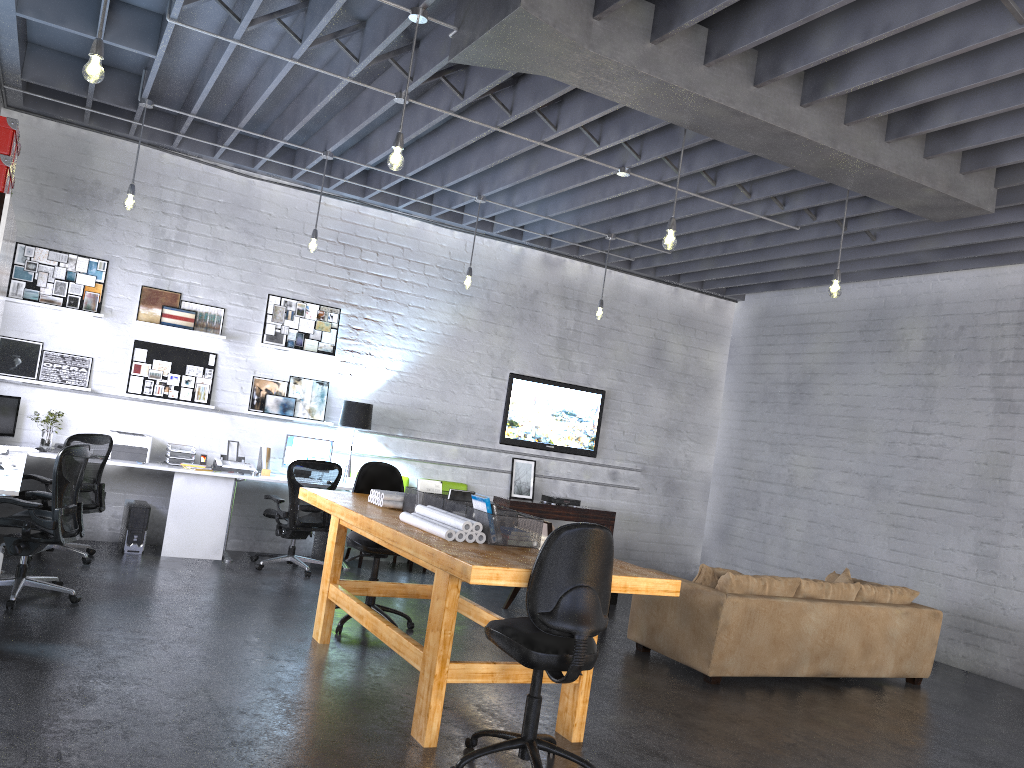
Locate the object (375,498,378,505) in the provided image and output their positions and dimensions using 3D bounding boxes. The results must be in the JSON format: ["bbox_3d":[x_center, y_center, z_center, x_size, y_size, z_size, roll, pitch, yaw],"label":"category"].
[{"bbox_3d":[-0.630,0.782,5.728,0.520,0.047,0.047,10,-4,-28],"label":"object"}]

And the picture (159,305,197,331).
[{"bbox_3d":[-3.140,-0.617,8.340,0.311,0.196,0.029,10,-3,-28],"label":"picture"}]

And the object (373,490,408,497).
[{"bbox_3d":[-0.656,0.742,5.792,0.520,0.047,0.046,10,-4,-28],"label":"object"}]

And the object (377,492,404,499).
[{"bbox_3d":[-0.613,0.743,5.710,0.520,0.047,0.046,10,-4,-28],"label":"object"}]

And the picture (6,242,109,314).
[{"bbox_3d":[-4.025,-0.933,7.876,0.750,0.503,0.058,10,-3,-28],"label":"picture"}]

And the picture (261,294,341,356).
[{"bbox_3d":[-2.106,-0.583,8.897,0.750,0.503,0.058,10,-3,-28],"label":"picture"}]

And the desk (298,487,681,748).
[{"bbox_3d":[-0.406,1.283,5.185,1.116,0.925,2.831,10,-4,-28],"label":"desk"}]

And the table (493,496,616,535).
[{"bbox_3d":[0.441,1.776,10.117,1.412,0.819,0.403,10,-3,-28],"label":"table"}]

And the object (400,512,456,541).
[{"bbox_3d":[-0.454,0.745,4.672,0.057,0.058,0.635,10,-4,-28],"label":"object"}]

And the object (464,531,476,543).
[{"bbox_3d":[-0.354,0.763,4.724,0.057,0.058,0.635,10,-4,-28],"label":"object"}]

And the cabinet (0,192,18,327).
[{"bbox_3d":[-2.202,0.331,3.317,0.292,2.045,0.873,10,-3,-28],"label":"cabinet"}]

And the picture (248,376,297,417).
[{"bbox_3d":[-2.360,0.128,8.782,0.452,0.345,0.054,10,-3,-28],"label":"picture"}]

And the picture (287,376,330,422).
[{"bbox_3d":[-2.066,0.150,8.947,0.410,0.408,0.047,10,-3,-28],"label":"picture"}]

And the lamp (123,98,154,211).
[{"bbox_3d":[-2.930,-1.788,6.937,0.104,0.877,0.104,10,-3,-28],"label":"lamp"}]

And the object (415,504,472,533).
[{"bbox_3d":[-0.371,0.711,4.714,0.057,0.057,0.635,10,-4,-28],"label":"object"}]

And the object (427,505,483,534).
[{"bbox_3d":[-0.321,0.720,4.740,0.057,0.057,0.635,10,-4,-28],"label":"object"}]

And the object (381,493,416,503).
[{"bbox_3d":[-0.587,0.744,5.661,0.520,0.047,0.046,10,-4,-30],"label":"object"}]

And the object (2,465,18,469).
[{"bbox_3d":[-3.366,0.556,5.906,0.119,0.016,0.119,9,-4,-10],"label":"object"}]

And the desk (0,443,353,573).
[{"bbox_3d":[-2.560,1.143,6.882,3.579,0.785,3.297,10,-4,-28],"label":"desk"}]

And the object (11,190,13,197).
[{"bbox_3d":[-2.183,-0.799,3.707,0.169,0.239,0.171,10,-3,-28],"label":"object"}]

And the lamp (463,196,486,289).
[{"bbox_3d":[-0.357,-1.320,8.305,0.104,0.877,0.104,10,-3,-28],"label":"lamp"}]

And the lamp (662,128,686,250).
[{"bbox_3d":[1.053,-1.281,5.626,0.104,0.877,0.104,10,-3,-28],"label":"lamp"}]

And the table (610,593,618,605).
[{"bbox_3d":[0.495,1.978,9.026,0.874,0.300,0.873,10,-4,-24],"label":"table"}]

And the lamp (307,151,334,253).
[{"bbox_3d":[-1.652,-1.555,7.617,0.104,0.877,0.104,10,-3,-28],"label":"lamp"}]

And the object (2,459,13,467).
[{"bbox_3d":[-3.359,0.533,5.914,0.062,0.049,0.078,6,-4,33],"label":"object"}]

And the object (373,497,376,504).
[{"bbox_3d":[-0.652,0.782,5.770,0.520,0.047,0.047,10,-4,-28],"label":"object"}]

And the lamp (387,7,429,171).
[{"bbox_3d":[-0.566,-1.576,4.765,0.104,0.877,0.104,10,-3,-28],"label":"lamp"}]

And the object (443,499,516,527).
[{"bbox_3d":[-0.189,0.753,4.950,0.317,0.156,0.306,10,-4,-28],"label":"object"}]

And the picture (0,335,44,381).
[{"bbox_3d":[-4.321,-0.227,7.752,0.355,0.342,0.042,10,-3,-28],"label":"picture"}]

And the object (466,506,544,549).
[{"bbox_3d":[-0.046,0.756,4.678,0.317,0.156,0.306,10,-4,-28],"label":"object"}]

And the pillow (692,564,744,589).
[{"bbox_3d":[1.533,1.558,6.674,0.523,0.403,0.319,9,-3,-8],"label":"pillow"}]

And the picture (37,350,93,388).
[{"bbox_3d":[-3.989,-0.134,7.926,0.410,0.276,0.036,10,-3,-28],"label":"picture"}]

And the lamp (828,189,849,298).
[{"bbox_3d":[2.351,-1.044,6.317,0.104,0.877,0.104,8,-3,16],"label":"lamp"}]

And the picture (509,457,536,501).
[{"bbox_3d":[0.124,1.082,10.097,0.309,0.456,0.092,10,-3,-28],"label":"picture"}]

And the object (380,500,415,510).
[{"bbox_3d":[-0.586,0.783,5.646,0.520,0.047,0.047,10,-4,-28],"label":"object"}]

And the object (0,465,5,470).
[{"bbox_3d":[-3.380,0.537,5.799,0.114,0.036,0.058,11,-4,-38],"label":"object"}]

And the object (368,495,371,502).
[{"bbox_3d":[-0.695,0.781,5.852,0.520,0.047,0.047,10,-4,-28],"label":"object"}]

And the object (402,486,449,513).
[{"bbox_3d":[-0.476,0.745,5.494,0.317,0.156,0.306,10,-4,-28],"label":"object"}]

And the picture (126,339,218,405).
[{"bbox_3d":[-3.191,-0.103,8.341,0.750,0.503,0.058,10,-3,-28],"label":"picture"}]

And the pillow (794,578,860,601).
[{"bbox_3d":[2.342,1.691,6.865,0.667,0.402,0.291,10,-3,-28],"label":"pillow"}]

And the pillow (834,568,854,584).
[{"bbox_3d":[2.752,1.764,7.442,0.243,0.423,0.550,8,-3,13],"label":"pillow"}]

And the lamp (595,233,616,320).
[{"bbox_3d":[0.941,-1.083,8.996,0.104,0.877,0.104,8,-3,16],"label":"lamp"}]

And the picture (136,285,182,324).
[{"bbox_3d":[-3.294,-0.718,8.276,0.355,0.342,0.042,10,-3,-28],"label":"picture"}]

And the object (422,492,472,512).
[{"bbox_3d":[-0.332,0.749,5.222,0.317,0.156,0.306,10,-4,-28],"label":"object"}]

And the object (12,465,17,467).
[{"bbox_3d":[-3.346,0.560,6.000,0.025,0.021,0.119,8,-4,-1],"label":"object"}]

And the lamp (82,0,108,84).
[{"bbox_3d":[-1.859,-1.811,4.078,0.104,0.877,0.104,10,-3,-28],"label":"lamp"}]

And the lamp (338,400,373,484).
[{"bbox_3d":[-1.614,0.597,8.965,0.333,0.831,0.334,7,-3,24],"label":"lamp"}]

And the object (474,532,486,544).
[{"bbox_3d":[-0.304,0.773,4.751,0.058,0.057,0.635,10,-4,-28],"label":"object"}]

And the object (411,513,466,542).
[{"bbox_3d":[-0.404,0.755,4.698,0.058,0.057,0.635,10,-4,-28],"label":"object"}]

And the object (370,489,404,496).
[{"bbox_3d":[-0.678,0.741,5.834,0.520,0.047,0.046,10,-4,-28],"label":"object"}]

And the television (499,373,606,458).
[{"bbox_3d":[0.489,0.376,10.283,1.326,0.815,0.021,10,-3,-28],"label":"television"}]

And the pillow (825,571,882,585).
[{"bbox_3d":[2.919,1.841,7.573,0.238,0.375,0.749,10,-4,-28],"label":"pillow"}]

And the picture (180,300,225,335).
[{"bbox_3d":[-2.962,-0.624,8.451,0.410,0.276,0.036,10,-3,-28],"label":"picture"}]

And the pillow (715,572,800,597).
[{"bbox_3d":[1.752,1.583,6.551,0.705,0.402,0.291,10,-3,-28],"label":"pillow"}]

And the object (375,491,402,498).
[{"bbox_3d":[-0.635,0.742,5.751,0.520,0.047,0.046,10,-4,-28],"label":"object"}]

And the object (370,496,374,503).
[{"bbox_3d":[-0.673,0.781,5.811,0.520,0.047,0.047,10,-4,-28],"label":"object"}]

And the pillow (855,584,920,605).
[{"bbox_3d":[2.915,1.795,7.161,0.664,0.386,0.308,10,-3,-26],"label":"pillow"}]

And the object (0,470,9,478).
[{"bbox_3d":[-3.265,0.540,5.528,0.181,0.028,0.421,11,-5,-38],"label":"object"}]

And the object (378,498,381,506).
[{"bbox_3d":[-0.608,0.783,5.687,0.520,0.047,0.047,10,-4,-28],"label":"object"}]

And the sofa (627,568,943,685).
[{"bbox_3d":[2.169,1.935,7.056,2.333,0.628,1.104,10,-4,-28],"label":"sofa"}]
